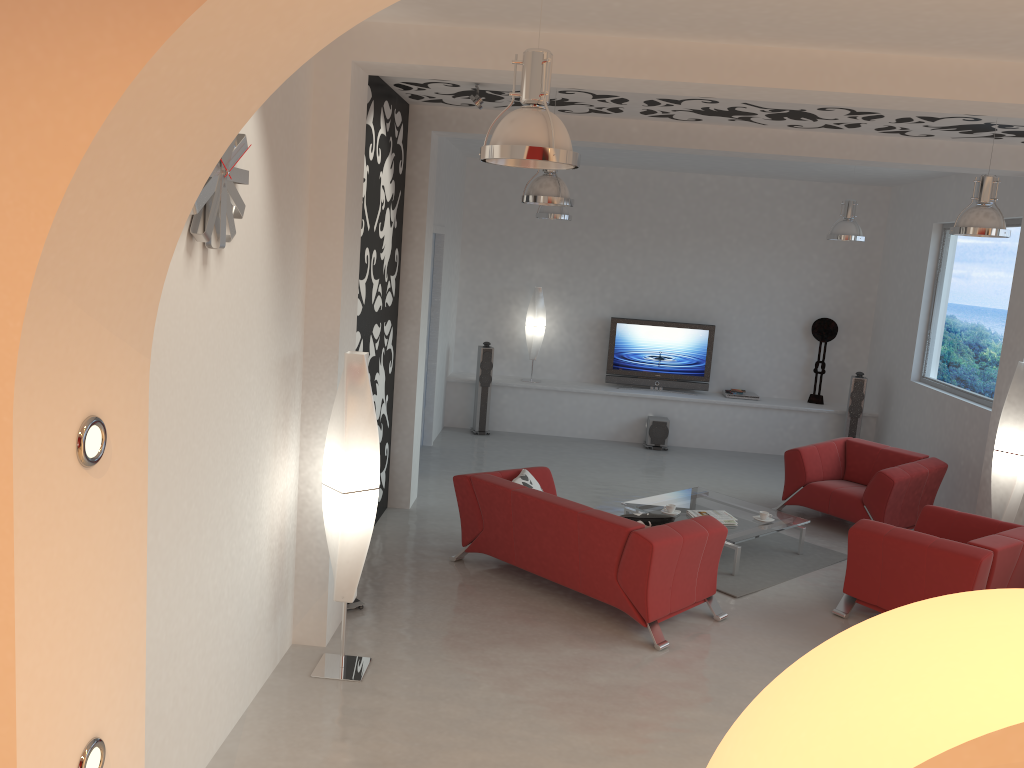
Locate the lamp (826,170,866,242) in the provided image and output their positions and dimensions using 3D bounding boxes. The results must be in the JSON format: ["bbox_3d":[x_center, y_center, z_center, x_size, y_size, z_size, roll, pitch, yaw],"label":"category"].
[{"bbox_3d":[3.461,-1.871,9.062,0.379,0.800,0.379,12,12,42],"label":"lamp"}]

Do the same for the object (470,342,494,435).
[{"bbox_3d":[-0.365,0.045,11.293,0.255,1.184,0.273,2,9,-12],"label":"object"}]

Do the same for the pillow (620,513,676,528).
[{"bbox_3d":[0.863,1.013,5.968,0.402,0.343,0.288,4,9,-5],"label":"pillow"}]

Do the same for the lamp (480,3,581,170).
[{"bbox_3d":[0.097,-1.224,3.290,0.379,0.800,0.379,0,10,-26],"label":"lamp"}]

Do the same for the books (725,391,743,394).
[{"bbox_3d":[2.925,0.112,11.682,0.190,0.015,0.135,-1,10,-32],"label":"books"}]

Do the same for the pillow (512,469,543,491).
[{"bbox_3d":[0.145,0.854,6.643,0.288,0.343,0.402,6,9,10],"label":"pillow"}]

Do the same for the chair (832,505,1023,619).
[{"bbox_3d":[3.058,1.313,6.250,1.288,0.738,0.951,-2,11,-37],"label":"chair"}]

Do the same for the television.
[{"bbox_3d":[1.948,-0.370,11.699,1.356,0.919,0.343,5,9,3],"label":"television"}]

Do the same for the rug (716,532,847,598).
[{"bbox_3d":[1.699,1.371,7.598,1.700,0.025,1.700,-4,12,-42],"label":"rug"}]

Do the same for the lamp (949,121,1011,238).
[{"bbox_3d":[3.276,-1.424,6.102,0.379,0.800,0.379,10,10,31],"label":"lamp"}]

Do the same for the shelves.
[{"bbox_3d":[1.910,0.125,11.658,5.500,0.050,0.650,5,9,3],"label":"shelves"}]

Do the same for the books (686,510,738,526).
[{"bbox_3d":[1.654,1.101,7.321,0.367,0.035,0.345,3,9,-7],"label":"books"}]

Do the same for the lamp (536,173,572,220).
[{"bbox_3d":[0.466,-2.119,9.212,0.379,0.800,0.379,4,9,-1],"label":"lamp"}]

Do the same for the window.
[{"bbox_3d":[4.760,-0.735,8.944,0.100,1.800,2.400,5,9,3],"label":"window"}]

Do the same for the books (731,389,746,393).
[{"bbox_3d":[2.977,0.087,11.673,0.190,0.015,0.135,6,9,13],"label":"books"}]

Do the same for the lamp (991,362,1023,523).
[{"bbox_3d":[4.064,0.709,7.226,0.313,1.779,0.313,3,9,-5],"label":"lamp"}]

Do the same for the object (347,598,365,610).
[{"bbox_3d":[-1.057,0.907,5.658,0.229,1.112,0.214,-4,12,-42],"label":"object"}]

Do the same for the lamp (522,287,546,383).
[{"bbox_3d":[0.301,-0.653,11.675,0.263,1.239,0.263,3,9,-5],"label":"lamp"}]

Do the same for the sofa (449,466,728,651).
[{"bbox_3d":[0.505,1.110,6.325,1.929,0.738,0.951,12,12,42],"label":"sofa"}]

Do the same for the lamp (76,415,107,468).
[{"bbox_3d":[-0.837,0.115,1.771,0.011,0.105,0.105,5,9,3],"label":"lamp"}]

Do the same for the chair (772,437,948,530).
[{"bbox_3d":[3.321,0.987,8.473,0.951,0.738,1.288,-2,11,-37],"label":"chair"}]

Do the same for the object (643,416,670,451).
[{"bbox_3d":[1.844,0.624,11.271,0.336,0.374,0.337,5,9,3],"label":"object"}]

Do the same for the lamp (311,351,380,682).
[{"bbox_3d":[-0.886,0.711,4.825,0.313,1.779,0.313,6,9,11],"label":"lamp"}]

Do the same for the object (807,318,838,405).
[{"bbox_3d":[4.034,-0.302,11.580,0.331,1.130,0.108,9,10,27],"label":"object"}]

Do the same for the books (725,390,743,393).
[{"bbox_3d":[2.926,0.097,11.683,0.190,0.015,0.135,2,9,-17],"label":"books"}]

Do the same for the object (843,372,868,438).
[{"bbox_3d":[4.261,0.428,11.058,0.255,1.184,0.273,7,9,18],"label":"object"}]

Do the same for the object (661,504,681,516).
[{"bbox_3d":[1.327,1.046,7.402,0.153,0.069,0.153,9,10,29],"label":"object"}]

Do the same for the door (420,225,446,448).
[{"bbox_3d":[-1.013,-0.426,9.553,0.240,2.550,1.600,5,9,3],"label":"door"}]

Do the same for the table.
[{"bbox_3d":[1.719,1.227,7.583,1.097,0.286,1.162,-4,12,-42],"label":"table"}]

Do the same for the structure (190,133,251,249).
[{"bbox_3d":[-1.139,-0.824,3.438,0.090,0.596,0.596,5,9,3],"label":"structure"}]

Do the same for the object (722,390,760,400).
[{"bbox_3d":[3.018,0.145,11.709,0.430,0.045,0.352,5,9,3],"label":"object"}]

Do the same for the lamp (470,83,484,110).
[{"bbox_3d":[-0.248,-2.022,6.242,0.118,0.176,0.112,-4,12,-44],"label":"lamp"}]

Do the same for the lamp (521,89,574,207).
[{"bbox_3d":[0.281,-1.672,6.251,0.379,0.800,0.379,4,9,-4],"label":"lamp"}]

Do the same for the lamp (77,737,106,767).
[{"bbox_3d":[-0.889,0.804,1.878,0.011,0.105,0.105,5,9,3],"label":"lamp"}]

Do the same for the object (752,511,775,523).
[{"bbox_3d":[2.101,1.105,7.400,0.153,0.069,0.153,-1,10,-30],"label":"object"}]
